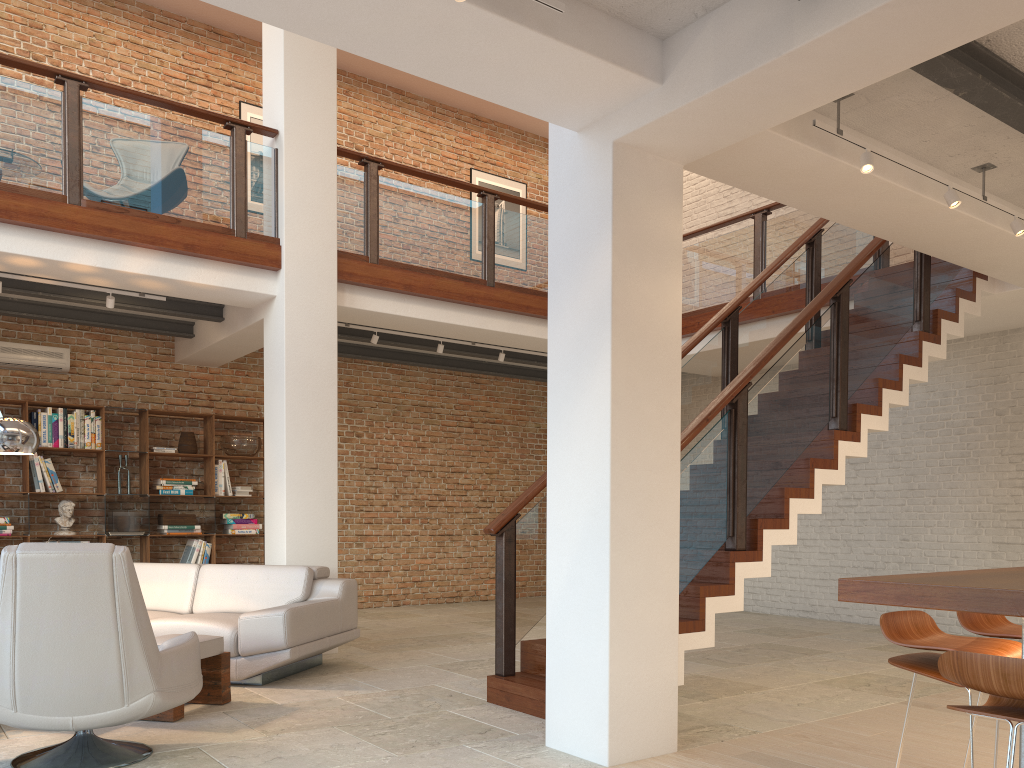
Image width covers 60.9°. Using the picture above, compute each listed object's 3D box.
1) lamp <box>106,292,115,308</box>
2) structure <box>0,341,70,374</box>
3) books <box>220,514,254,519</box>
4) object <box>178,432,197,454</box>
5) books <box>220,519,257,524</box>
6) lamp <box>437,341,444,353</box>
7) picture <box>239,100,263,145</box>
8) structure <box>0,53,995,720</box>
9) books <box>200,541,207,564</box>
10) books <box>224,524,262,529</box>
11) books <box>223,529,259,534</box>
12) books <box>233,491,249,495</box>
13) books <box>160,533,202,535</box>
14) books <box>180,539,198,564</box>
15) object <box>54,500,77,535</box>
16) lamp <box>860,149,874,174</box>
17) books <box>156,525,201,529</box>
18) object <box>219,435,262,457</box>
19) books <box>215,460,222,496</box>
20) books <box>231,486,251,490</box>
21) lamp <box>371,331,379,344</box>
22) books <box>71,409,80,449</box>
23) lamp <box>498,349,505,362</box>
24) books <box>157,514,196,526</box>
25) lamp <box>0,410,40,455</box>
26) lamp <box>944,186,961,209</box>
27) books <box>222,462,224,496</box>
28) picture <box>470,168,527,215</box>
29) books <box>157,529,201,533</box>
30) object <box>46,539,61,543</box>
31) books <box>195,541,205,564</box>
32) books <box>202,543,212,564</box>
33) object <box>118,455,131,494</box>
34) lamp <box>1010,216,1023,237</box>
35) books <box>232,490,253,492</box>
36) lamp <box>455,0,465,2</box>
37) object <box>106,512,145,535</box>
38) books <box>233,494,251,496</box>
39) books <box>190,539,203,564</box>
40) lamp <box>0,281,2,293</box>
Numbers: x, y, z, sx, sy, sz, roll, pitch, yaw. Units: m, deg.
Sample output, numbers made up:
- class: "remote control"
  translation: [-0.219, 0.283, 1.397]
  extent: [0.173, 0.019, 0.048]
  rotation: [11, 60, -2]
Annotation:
- class: "lamp"
  translation: [-3.150, -0.652, 6.836]
  extent: [0.061, 0.115, 0.095]
  rotation: [1, -2, -30]
- class: "structure"
  translation: [-4.674, -0.261, 8.300]
  extent: [0.816, 0.217, 0.201]
  rotation: [6, -6, -36]
- class: "books"
  translation: [-2.986, 1.437, 9.462]
  extent: [0.327, 0.055, 0.257]
  rotation: [4, -9, -26]
- class: "object"
  translation: [-3.372, 0.617, 9.062]
  extent: [0.193, 0.231, 0.195]
  rotation: [0, -3, 11]
- class: "books"
  translation: [-2.973, 1.494, 9.474]
  extent: [0.328, 0.055, 0.256]
  rotation: [6, -10, -36]
- class: "lamp"
  translation: [-0.708, -0.359, 8.618]
  extent: [0.061, 0.128, 0.086]
  rotation: [0, -1, -34]
- class: "picture"
  translation: [-2.620, -2.464, 9.836]
  extent: [0.915, 1.190, 0.027]
  rotation: [2, 0, -36]
- class: "structure"
  translation: [1.158, -0.323, 4.141]
  extent: [10.196, 4.104, 13.952]
  rotation: [6, -10, -36]
- class: "books"
  translation: [-3.320, 1.836, 9.230]
  extent: [0.098, 0.353, 0.273]
  rotation: [-1, -1, -36]
- class: "books"
  translation: [-2.930, 1.553, 9.493]
  extent: [0.328, 0.055, 0.256]
  rotation: [8, -11, -41]
- class: "books"
  translation: [-2.951, 1.606, 9.480]
  extent: [0.328, 0.055, 0.257]
  rotation: [6, -10, -34]
- class: "books"
  translation: [-2.938, 1.185, 9.460]
  extent: [0.133, 0.033, 0.208]
  rotation: [4, -9, -26]
- class: "books"
  translation: [-3.462, 1.562, 9.108]
  extent: [0.357, 0.020, 0.274]
  rotation: [7, -11, -37]
- class: "books"
  translation: [-3.416, 1.816, 9.165]
  extent: [0.163, 0.370, 0.244]
  rotation: [0, -1, -36]
- class: "object"
  translation: [-4.332, 1.294, 8.449]
  extent: [0.196, 0.348, 0.194]
  rotation: [1, -1, -21]
- class: "lamp"
  translation: [1.672, -1.050, 4.107]
  extent: [0.059, 0.128, 0.087]
  rotation: [0, -2, 14]
- class: "books"
  translation: [-3.473, 1.491, 9.073]
  extent: [0.381, 0.036, 0.246]
  rotation: [7, -11, -37]
- class: "object"
  translation: [-2.935, 0.683, 9.436]
  extent: [0.438, 0.217, 0.440]
  rotation: [0, -7, 5]
- class: "books"
  translation: [-3.148, 1.006, 9.304]
  extent: [0.036, 0.381, 0.244]
  rotation: [-1, 0, -36]
- class: "books"
  translation: [-2.937, 1.133, 9.459]
  extent: [0.207, 0.033, 0.133]
  rotation: [-8, -12, 43]
- class: "lamp"
  translation: [-1.288, -0.428, 8.188]
  extent: [0.086, 0.128, 0.059]
  rotation: [0, 0, 24]
- class: "books"
  translation: [-4.255, 0.451, 8.505]
  extent: [0.036, 0.381, 0.244]
  rotation: [-1, 0, -36]
- class: "lamp"
  translation: [-0.108, -0.288, 9.059]
  extent: [0.061, 0.128, 0.086]
  rotation: [0, -1, -34]
- class: "books"
  translation: [-3.486, 1.414, 9.071]
  extent: [0.337, 0.118, 0.214]
  rotation: [6, -8, -36]
- class: "lamp"
  translation: [-3.960, 0.759, 5.409]
  extent: [2.032, 2.340, 0.318]
  rotation: [0, 2, 0]
- class: "lamp"
  translation: [2.305, -0.977, 4.563]
  extent: [0.061, 0.128, 0.086]
  rotation: [0, -1, -34]
- class: "books"
  translation: [-3.131, 1.023, 9.329]
  extent: [0.021, 0.357, 0.273]
  rotation: [-1, -1, -36]
- class: "picture"
  translation: [-0.175, -2.175, 11.633]
  extent: [0.915, 1.190, 0.027]
  rotation: [2, 0, -36]
- class: "books"
  translation: [-3.482, 1.533, 9.110]
  extent: [0.382, 0.036, 0.246]
  rotation: [8, -11, -41]
- class: "object"
  translation: [-2.726, 1.182, 5.030]
  extent: [0.317, 0.603, 0.545]
  rotation: [0, -3, 25]
- class: "books"
  translation: [-3.332, 1.831, 9.210]
  extent: [0.098, 0.353, 0.273]
  rotation: [-1, -1, -36]
- class: "books"
  translation: [-3.276, 1.847, 9.245]
  extent: [0.116, 0.332, 0.255]
  rotation: [0, -1, -36]
- class: "object"
  translation: [-3.879, 0.905, 8.709]
  extent: [0.121, 0.397, 0.062]
  rotation: [0, 2, -34]
- class: "lamp"
  translation: [2.905, -0.906, 5.004]
  extent: [0.061, 0.128, 0.086]
  rotation: [0, -1, -34]
- class: "books"
  translation: [-2.934, 1.160, 9.468]
  extent: [0.171, 0.018, 0.238]
  rotation: [6, -10, -33]
- class: "lamp"
  translation: [-0.170, -1.269, 2.748]
  extent: [0.086, 0.128, 0.059]
  rotation: [0, 0, 24]
- class: "object"
  translation: [-3.894, 1.398, 8.740]
  extent: [0.337, 0.231, 0.285]
  rotation: [4, -6, -36]
- class: "books"
  translation: [-2.940, 1.214, 9.478]
  extent: [0.171, 0.018, 0.238]
  rotation: [5, -10, -28]
- class: "books"
  translation: [-3.368, 1.816, 9.171]
  extent: [0.161, 0.371, 0.244]
  rotation: [0, -1, -36]
- class: "lamp"
  translation: [-3.764, -0.720, 6.373]
  extent: [0.061, 0.128, 0.086]
  rotation: [0, -1, -34]
